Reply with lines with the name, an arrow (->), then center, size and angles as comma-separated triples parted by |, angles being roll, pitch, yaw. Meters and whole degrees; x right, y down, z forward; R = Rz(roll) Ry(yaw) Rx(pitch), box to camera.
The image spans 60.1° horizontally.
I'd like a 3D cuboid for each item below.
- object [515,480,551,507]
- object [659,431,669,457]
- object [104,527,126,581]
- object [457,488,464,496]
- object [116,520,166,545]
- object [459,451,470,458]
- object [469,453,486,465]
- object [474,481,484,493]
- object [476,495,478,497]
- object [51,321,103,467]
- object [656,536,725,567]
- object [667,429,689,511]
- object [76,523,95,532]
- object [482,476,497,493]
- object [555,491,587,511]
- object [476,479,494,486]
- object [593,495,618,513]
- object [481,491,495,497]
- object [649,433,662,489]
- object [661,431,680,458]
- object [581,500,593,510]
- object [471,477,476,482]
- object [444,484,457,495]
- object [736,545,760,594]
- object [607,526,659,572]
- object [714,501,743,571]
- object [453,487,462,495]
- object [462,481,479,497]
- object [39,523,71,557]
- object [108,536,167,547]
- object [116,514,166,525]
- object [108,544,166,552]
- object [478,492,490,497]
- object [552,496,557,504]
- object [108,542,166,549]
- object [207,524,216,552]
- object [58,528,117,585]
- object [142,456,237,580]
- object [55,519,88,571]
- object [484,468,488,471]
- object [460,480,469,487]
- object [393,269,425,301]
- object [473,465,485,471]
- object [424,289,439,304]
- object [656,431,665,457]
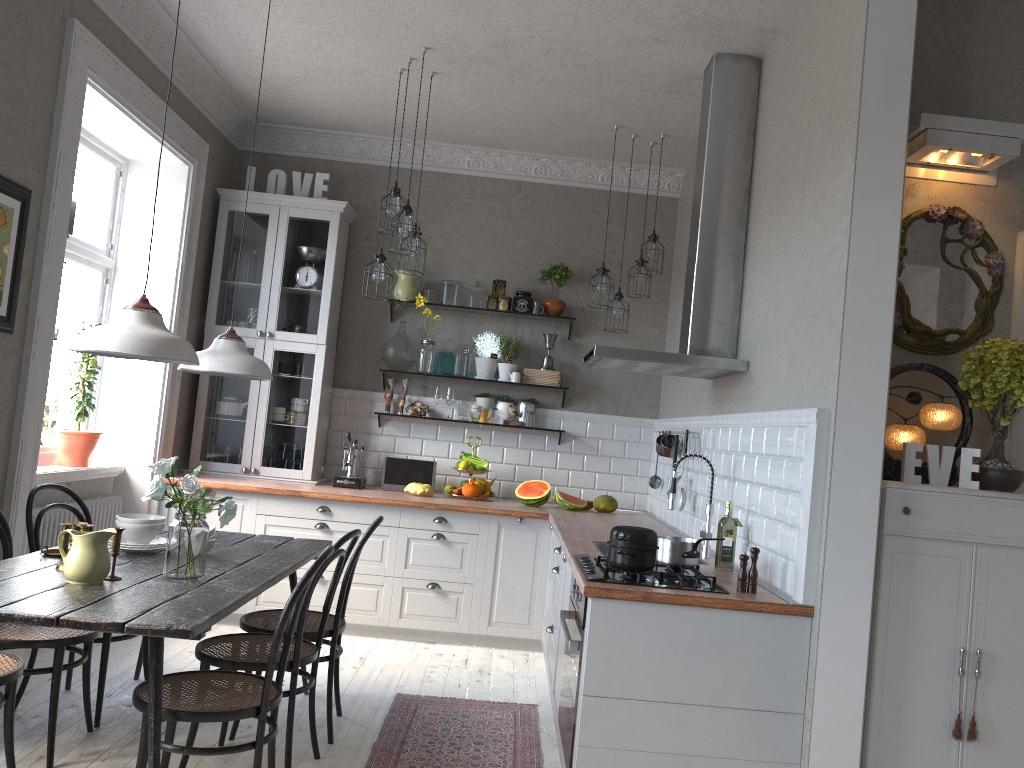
object -> 0.137, 0.722, 5.834 | 0.232, 0.174, 0.220 | 4, -3, 21
object -> 0.950, 0.364, 5.371 | 0.108, 0.161, 0.137 | 6, -3, 1
object -> -1.307, 0.558, 2.918 | 0.059, 0.167, 0.060 | 5, -3, 12
object -> -0.347, 0.731, 5.981 | 0.070, 0.076, 0.226 | 7, -3, -18
object -> -1.465, 0.589, 3.484 | 0.181, 0.094, 0.178 | 6, -3, -10
object -> -0.317, 0.481, 5.975 | 0.074, 0.058, 0.050 | 7, -3, -25
object -> -0.226, 0.525, 6.040 | 0.178, 0.096, 0.089 | 5, -3, 18
object -> -0.234, 0.693, 5.940 | 0.087, 0.078, 0.089 | 4, -3, 25
object -> -0.260, 0.743, 5.934 | 0.070, 0.065, 0.070 | 5, -3, 20
object -> -2.411, 0.054, 4.970 | 0.255, 0.813, 0.264 | 4, -4, 26
object -> 0.700, 0.637, 3.421 | 0.298, 0.134, 0.178 | 4, -4, 33
object -> 0.907, 0.468, 4.868 | 0.081, 0.443, 0.328 | 6, -3, 0
object -> -1.430, 0.545, 2.949 | 0.061, 0.172, 0.063 | 5, -3, 20
object -> -0.160, 0.682, 6.009 | 0.060, 0.120, 0.127 | 4, -3, 23
object -> 0.392, 0.768, 5.793 | 0.227, 0.127, 0.146 | 7, -3, -19
object -> -0.186, 0.673, 6.015 | 0.128, 0.056, 0.059 | 6, -3, -9
object -> 0.626, 0.802, 5.927 | 0.208, 0.119, 0.129 | 8, -4, -38
object -> -0.206, 0.738, 6.053 | 0.212, 0.044, 0.055 | 3, -4, 37
object -> 0.944, 0.492, 5.753 | 0.077, 0.379, 0.082 | 6, -3, -1
object -> 0.942, 0.357, 5.244 | 0.107, 0.161, 0.138 | 5, -3, 16
object -> 0.487, 0.814, 5.969 | 0.204, 0.073, 0.117 | 8, -4, -38
object -> -0.266, 0.685, 6.053 | 0.086, 0.093, 0.086 | 6, -3, -5
object -> -0.401, 0.715, 6.000 | 0.075, 0.072, 0.154 | 4, -3, 29
object -> 0.832, 0.648, 3.115 | 0.073, 0.167, 0.036 | 6, -3, -2
object -> 0.434, 0.591, 3.183 | 0.193, 0.147, 0.190 | 7, -3, -21
object -> 0.898, 0.627, 3.651 | 0.089, 0.282, 0.081 | 6, -3, -1
object -> -0.361, 0.720, 5.965 | 0.084, 0.057, 0.090 | 4, -4, 31
object -> -0.275, 0.696, 5.863 | 0.115, 0.111, 0.109 | 8, -4, -34
object -> -1.641, 0.571, 3.250 | 0.141, 0.112, 0.137 | 7, -3, -19
object -> -1.469, 0.625, 3.482 | 0.234, 0.027, 0.241 | 4, -3, 22
object -> -1.463, 0.569, 3.485 | 0.181, 0.094, 0.178 | 6, -3, -10
object -> -1.470, 0.642, 3.481 | 0.235, 0.027, 0.240 | 5, -3, 17
object -> -0.189, 0.743, 5.931 | 0.069, 0.051, 0.088 | 8, -4, -43
object -> 0.368, 0.810, 6.061 | 0.198, 0.067, 0.103 | 5, -3, 5
object -> -1.469, 0.633, 3.482 | 0.242, 0.027, 0.233 | 8, -4, -33
object -> -1.250, 0.620, 3.535 | 0.123, 0.119, 0.129 | 5, -3, 15
object -> -1.362, 0.547, 2.833 | 0.153, 0.170, 0.133 | 8, -4, -40
object -> -1.112, 0.459, 3.053 | 0.312, 0.414, 0.250 | 6, -3, -3
object -> -1.491, 0.543, 3.019 | 0.097, 0.172, 0.094 | 7, -3, -20
object -> -0.185, 0.582, 6.007 | 0.052, 0.050, 0.049 | 5, -3, 8
object -> -0.298, 0.694, 6.059 | 0.077, 0.076, 0.156 | 4, -3, 26
object -> -0.726, -0.675, 6.179 | 0.189, 0.216, 0.174 | 5, -3, 13
object -> -0.226, 0.579, 5.975 | 0.077, 0.062, 0.099 | 7, -3, -28
object -> -0.572, -0.604, 6.240 | 0.103, 0.111, 0.103 | 6, -3, -1
object -> 0.949, 0.371, 5.499 | 0.107, 0.161, 0.138 | 5, -3, 11
